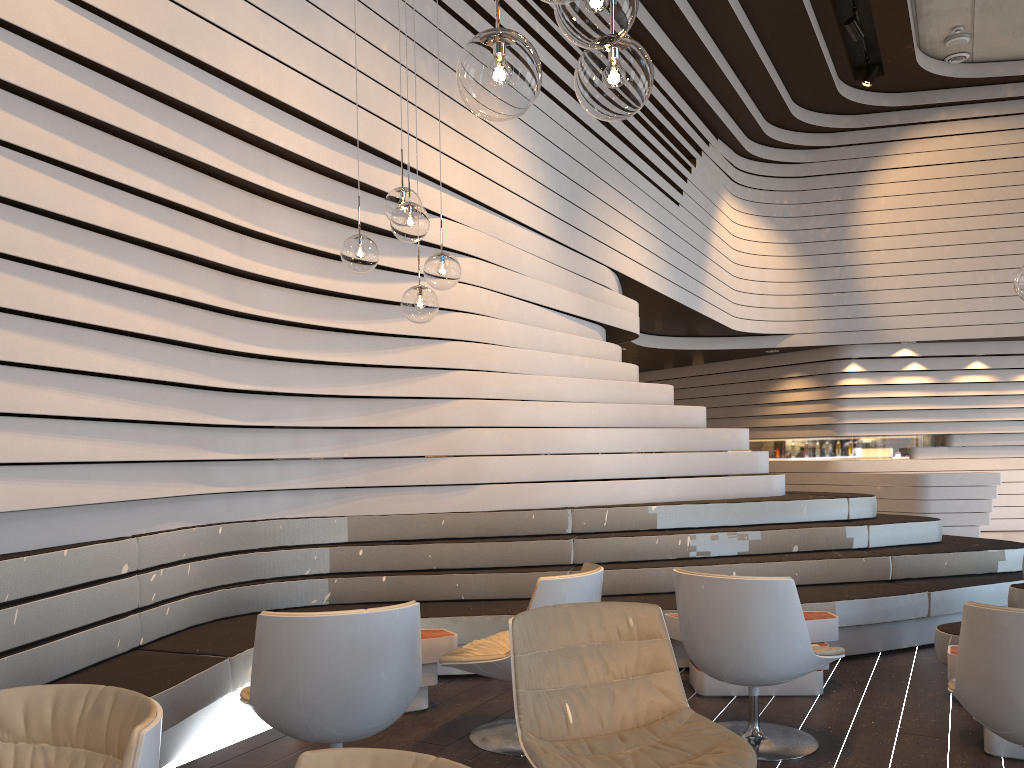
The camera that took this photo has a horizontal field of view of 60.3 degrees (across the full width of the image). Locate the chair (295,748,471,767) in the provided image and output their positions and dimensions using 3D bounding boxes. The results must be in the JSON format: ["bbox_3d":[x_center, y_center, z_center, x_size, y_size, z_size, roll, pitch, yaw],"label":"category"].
[{"bbox_3d":[-0.315,0.985,1.204,0.706,0.767,0.661,0,-2,-43],"label":"chair"}]

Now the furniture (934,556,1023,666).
[{"bbox_3d":[3.138,1.199,4.332,1.762,0.723,1.284,1,-4,-27],"label":"furniture"}]

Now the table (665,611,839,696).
[{"bbox_3d":[1.299,1.435,4.687,0.905,0.371,0.414,-1,-2,0],"label":"table"}]

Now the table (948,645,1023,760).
[{"bbox_3d":[2.279,1.330,3.602,0.911,0.371,0.411,-3,-3,30],"label":"table"}]

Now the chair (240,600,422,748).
[{"bbox_3d":[-0.648,1.153,3.220,0.654,0.767,0.714,-1,-1,-19],"label":"chair"}]

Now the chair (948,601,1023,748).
[{"bbox_3d":[1.824,1.088,2.953,0.660,0.767,0.707,-2,-1,28],"label":"chair"}]

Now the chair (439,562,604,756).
[{"bbox_3d":[0.057,1.200,3.958,0.714,0.767,0.653,-2,-1,27],"label":"chair"}]

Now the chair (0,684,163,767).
[{"bbox_3d":[-1.032,1.035,1.672,0.661,0.767,0.706,-2,-1,35],"label":"chair"}]

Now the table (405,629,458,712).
[{"bbox_3d":[-0.755,1.447,4.397,0.901,0.371,0.416,1,-2,-25],"label":"table"}]

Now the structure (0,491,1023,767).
[{"bbox_3d":[-1.672,0.892,0.744,5.803,0.928,18.149,-3,-5,23],"label":"structure"}]

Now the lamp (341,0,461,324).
[{"bbox_3d":[-0.510,-2.632,3.776,0.530,4.722,0.333,-1,2,-11],"label":"lamp"}]

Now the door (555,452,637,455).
[{"bbox_3d":[1.614,1.272,17.168,1.782,2.706,0.079,-1,1,32],"label":"door"}]

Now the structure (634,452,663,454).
[{"bbox_3d":[2.515,1.315,16.062,0.017,0.470,0.807,-2,-2,-37],"label":"structure"}]

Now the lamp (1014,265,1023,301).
[{"bbox_3d":[3.358,-2.198,8.761,9.086,4.617,41.746,-3,-5,27],"label":"lamp"}]

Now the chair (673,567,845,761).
[{"bbox_3d":[1.059,1.174,3.853,0.661,0.767,0.706,-2,-2,43],"label":"chair"}]

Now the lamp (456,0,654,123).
[{"bbox_3d":[0.002,-2.896,1.642,0.311,4.749,0.657,0,2,36],"label":"lamp"}]

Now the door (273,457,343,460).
[{"bbox_3d":[-1.691,0.869,7.707,0.976,2.109,0.162,-1,1,27],"label":"door"}]

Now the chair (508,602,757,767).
[{"bbox_3d":[0.332,1.090,2.650,0.653,0.767,0.714,-1,-1,-23],"label":"chair"}]
